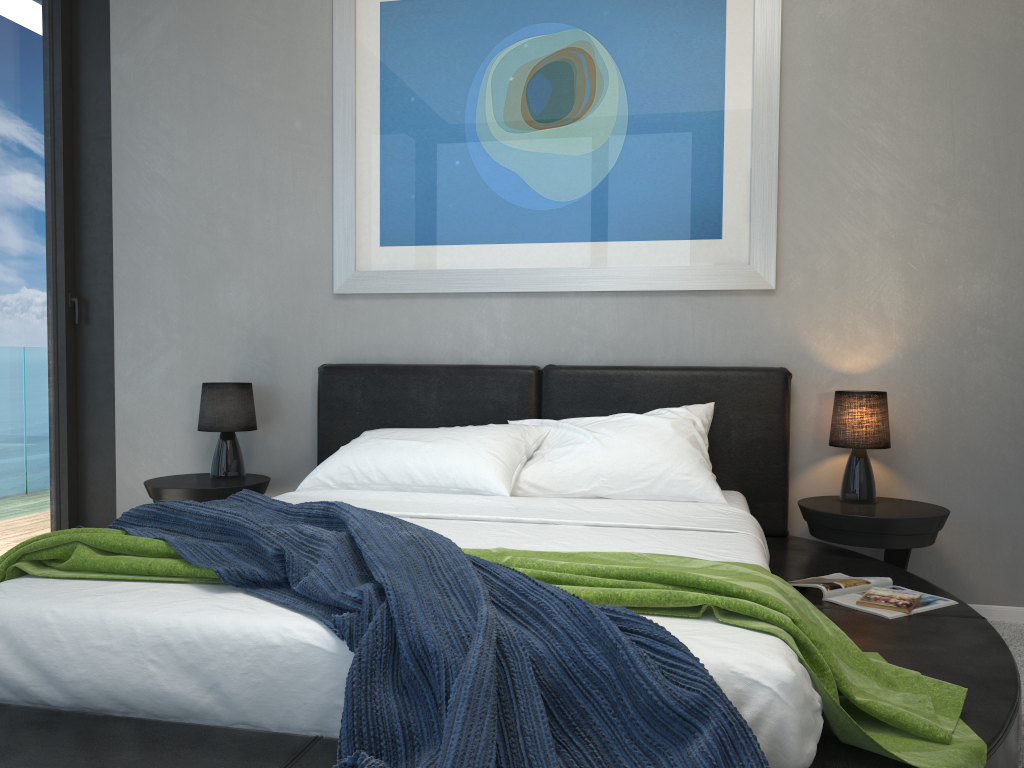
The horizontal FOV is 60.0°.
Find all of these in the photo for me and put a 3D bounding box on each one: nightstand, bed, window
[{"bbox_3d":[1.264,0.649,3.130,0.496,0.440,0.496,2,3,41],"label":"nightstand"},{"bbox_3d":[-0.150,0.412,2.375,2.755,0.934,2.615,1,2,12],"label":"bed"},{"bbox_3d":[-0.303,-0.750,3.812,3.595,3.186,9.716,1,2,12],"label":"window"},{"bbox_3d":[-1.256,0.617,3.675,0.496,0.440,0.496,1,2,24],"label":"nightstand"}]

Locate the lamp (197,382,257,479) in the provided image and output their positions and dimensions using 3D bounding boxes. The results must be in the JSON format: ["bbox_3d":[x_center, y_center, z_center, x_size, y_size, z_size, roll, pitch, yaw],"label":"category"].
[{"bbox_3d":[-1.201,0.195,3.747,0.241,0.400,0.219,0,2,-19],"label":"lamp"}]

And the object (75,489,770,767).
[{"bbox_3d":[-0.435,0.555,1.857,0.685,0.568,2.152,-1,2,-36],"label":"object"}]

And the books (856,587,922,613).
[{"bbox_3d":[1.034,0.589,2.428,0.133,0.012,0.189,1,2,34],"label":"books"}]

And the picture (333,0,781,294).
[{"bbox_3d":[0.131,-1.072,3.547,1.800,1.401,0.025,1,3,12],"label":"picture"}]

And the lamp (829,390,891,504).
[{"bbox_3d":[1.258,0.226,3.211,0.208,0.400,0.219,0,2,-7],"label":"lamp"}]

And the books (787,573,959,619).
[{"bbox_3d":[0.995,0.581,2.522,0.301,0.039,0.395,0,2,-32],"label":"books"}]

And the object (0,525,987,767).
[{"bbox_3d":[-0.256,0.497,1.916,2.302,0.342,0.645,1,2,12],"label":"object"}]
